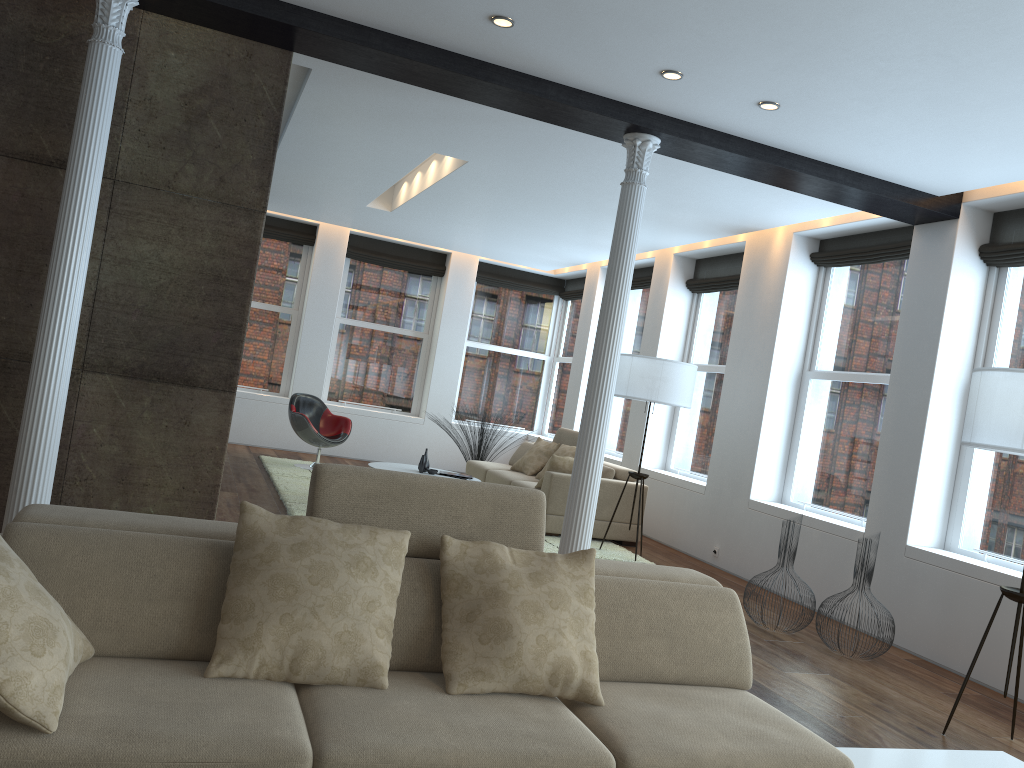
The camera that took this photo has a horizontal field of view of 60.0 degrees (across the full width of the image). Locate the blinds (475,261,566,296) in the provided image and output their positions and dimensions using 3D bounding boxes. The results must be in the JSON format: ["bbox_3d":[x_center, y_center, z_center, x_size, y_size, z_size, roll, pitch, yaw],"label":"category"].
[{"bbox_3d":[0.108,-1.503,12.833,1.442,0.312,0.155,10,0,-20],"label":"blinds"}]

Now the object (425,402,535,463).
[{"bbox_3d":[-0.418,0.760,10.995,1.119,1.014,1.125,10,0,-33],"label":"object"}]

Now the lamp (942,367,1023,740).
[{"bbox_3d":[2.384,0.831,4.109,0.698,1.728,0.698,9,0,4],"label":"lamp"}]

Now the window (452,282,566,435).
[{"bbox_3d":[-0.080,-0.464,12.912,1.474,2.400,0.123,10,0,-20],"label":"window"}]

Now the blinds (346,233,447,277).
[{"bbox_3d":[-1.597,-1.764,12.214,1.422,0.363,0.156,10,0,-20],"label":"blinds"}]

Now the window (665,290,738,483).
[{"bbox_3d":[2.087,-0.130,9.041,0.123,2.400,1.345,10,0,-20],"label":"window"}]

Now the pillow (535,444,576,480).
[{"bbox_3d":[0.494,0.818,9.126,0.301,0.439,0.534,10,0,-23],"label":"pillow"}]

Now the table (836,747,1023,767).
[{"bbox_3d":[1.639,1.472,2.897,0.900,0.170,0.900,10,0,-20],"label":"table"}]

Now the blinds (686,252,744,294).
[{"bbox_3d":[2.195,-1.142,9.028,0.156,0.393,1.342,10,0,-20],"label":"blinds"}]

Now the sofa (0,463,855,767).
[{"bbox_3d":[-0.338,0.767,2.596,2.581,0.950,1.021,10,0,-20],"label":"sofa"}]

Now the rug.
[{"bbox_3d":[-0.881,1.191,8.948,2.972,0.020,4.231,10,0,-20],"label":"rug"}]

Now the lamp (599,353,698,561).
[{"bbox_3d":[1.119,0.645,7.675,0.698,1.728,0.698,9,0,4],"label":"lamp"}]

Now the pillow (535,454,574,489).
[{"bbox_3d":[0.523,0.839,8.330,0.518,0.393,0.395,10,0,-23],"label":"pillow"}]

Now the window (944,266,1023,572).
[{"bbox_3d":[3.383,0.060,5.390,0.123,2.400,1.432,10,0,-20],"label":"window"}]

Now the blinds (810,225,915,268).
[{"bbox_3d":[2.896,-1.099,7.082,0.156,0.275,1.396,10,0,-20],"label":"blinds"}]

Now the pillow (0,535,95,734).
[{"bbox_3d":[-1.187,0.513,2.043,0.395,0.393,0.518,10,0,-16],"label":"pillow"}]

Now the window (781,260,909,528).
[{"bbox_3d":[2.778,-0.029,7.095,0.123,2.400,1.391,10,0,-20],"label":"window"}]

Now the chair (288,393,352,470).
[{"bbox_3d":[-2.226,0.555,10.181,0.810,0.818,0.669,10,-1,-40],"label":"chair"}]

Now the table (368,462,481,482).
[{"bbox_3d":[-0.811,0.988,7.948,1.022,0.393,1.022,9,0,25],"label":"table"}]

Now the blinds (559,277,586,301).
[{"bbox_3d":[0.996,-1.351,12.424,0.156,0.327,1.377,10,0,-20],"label":"blinds"}]

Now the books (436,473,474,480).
[{"bbox_3d":[-0.517,0.833,8.029,0.300,0.010,0.220,9,0,15],"label":"books"}]

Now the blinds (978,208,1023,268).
[{"bbox_3d":[3.477,-0.953,5.370,0.183,0.395,1.431,10,0,-20],"label":"blinds"}]

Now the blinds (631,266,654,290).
[{"bbox_3d":[1.607,-1.288,10.715,0.156,0.275,1.442,10,0,-20],"label":"blinds"}]

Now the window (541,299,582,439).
[{"bbox_3d":[4.446,0.953,20.310,34.761,17.917,13.698,10,0,-20],"label":"window"}]

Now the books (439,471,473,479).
[{"bbox_3d":[-0.509,0.825,8.053,0.300,0.010,0.220,9,0,-5],"label":"books"}]

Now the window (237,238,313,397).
[{"bbox_3d":[-3.486,-1.037,11.681,1.420,2.400,0.123,10,0,-20],"label":"window"}]

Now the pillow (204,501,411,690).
[{"bbox_3d":[-0.557,0.598,2.524,0.534,0.439,0.301,10,0,-16],"label":"pillow"}]

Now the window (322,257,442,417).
[{"bbox_3d":[-1.797,-0.753,12.296,1.420,2.400,0.123,10,0,-20],"label":"window"}]

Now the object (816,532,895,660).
[{"bbox_3d":[2.154,1.286,5.483,0.458,0.781,0.458,10,0,-21],"label":"object"}]

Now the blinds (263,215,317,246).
[{"bbox_3d":[-3.277,-2.075,11.602,1.412,0.307,0.156,10,0,-20],"label":"blinds"}]

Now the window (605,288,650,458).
[{"bbox_3d":[1.488,-0.218,10.731,0.123,2.400,1.444,10,0,-20],"label":"window"}]

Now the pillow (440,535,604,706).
[{"bbox_3d":[0.025,0.707,2.723,0.519,0.416,0.368,10,0,-15],"label":"pillow"}]

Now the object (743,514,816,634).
[{"bbox_3d":[1.796,1.229,5.848,0.458,0.781,0.458,10,0,-21],"label":"object"}]

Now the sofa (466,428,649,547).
[{"bbox_3d":[0.376,0.931,9.360,1.018,0.950,2.581,10,0,-20],"label":"sofa"}]

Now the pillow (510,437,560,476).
[{"bbox_3d":[0.271,0.796,9.710,0.368,0.416,0.519,10,0,-24],"label":"pillow"}]
